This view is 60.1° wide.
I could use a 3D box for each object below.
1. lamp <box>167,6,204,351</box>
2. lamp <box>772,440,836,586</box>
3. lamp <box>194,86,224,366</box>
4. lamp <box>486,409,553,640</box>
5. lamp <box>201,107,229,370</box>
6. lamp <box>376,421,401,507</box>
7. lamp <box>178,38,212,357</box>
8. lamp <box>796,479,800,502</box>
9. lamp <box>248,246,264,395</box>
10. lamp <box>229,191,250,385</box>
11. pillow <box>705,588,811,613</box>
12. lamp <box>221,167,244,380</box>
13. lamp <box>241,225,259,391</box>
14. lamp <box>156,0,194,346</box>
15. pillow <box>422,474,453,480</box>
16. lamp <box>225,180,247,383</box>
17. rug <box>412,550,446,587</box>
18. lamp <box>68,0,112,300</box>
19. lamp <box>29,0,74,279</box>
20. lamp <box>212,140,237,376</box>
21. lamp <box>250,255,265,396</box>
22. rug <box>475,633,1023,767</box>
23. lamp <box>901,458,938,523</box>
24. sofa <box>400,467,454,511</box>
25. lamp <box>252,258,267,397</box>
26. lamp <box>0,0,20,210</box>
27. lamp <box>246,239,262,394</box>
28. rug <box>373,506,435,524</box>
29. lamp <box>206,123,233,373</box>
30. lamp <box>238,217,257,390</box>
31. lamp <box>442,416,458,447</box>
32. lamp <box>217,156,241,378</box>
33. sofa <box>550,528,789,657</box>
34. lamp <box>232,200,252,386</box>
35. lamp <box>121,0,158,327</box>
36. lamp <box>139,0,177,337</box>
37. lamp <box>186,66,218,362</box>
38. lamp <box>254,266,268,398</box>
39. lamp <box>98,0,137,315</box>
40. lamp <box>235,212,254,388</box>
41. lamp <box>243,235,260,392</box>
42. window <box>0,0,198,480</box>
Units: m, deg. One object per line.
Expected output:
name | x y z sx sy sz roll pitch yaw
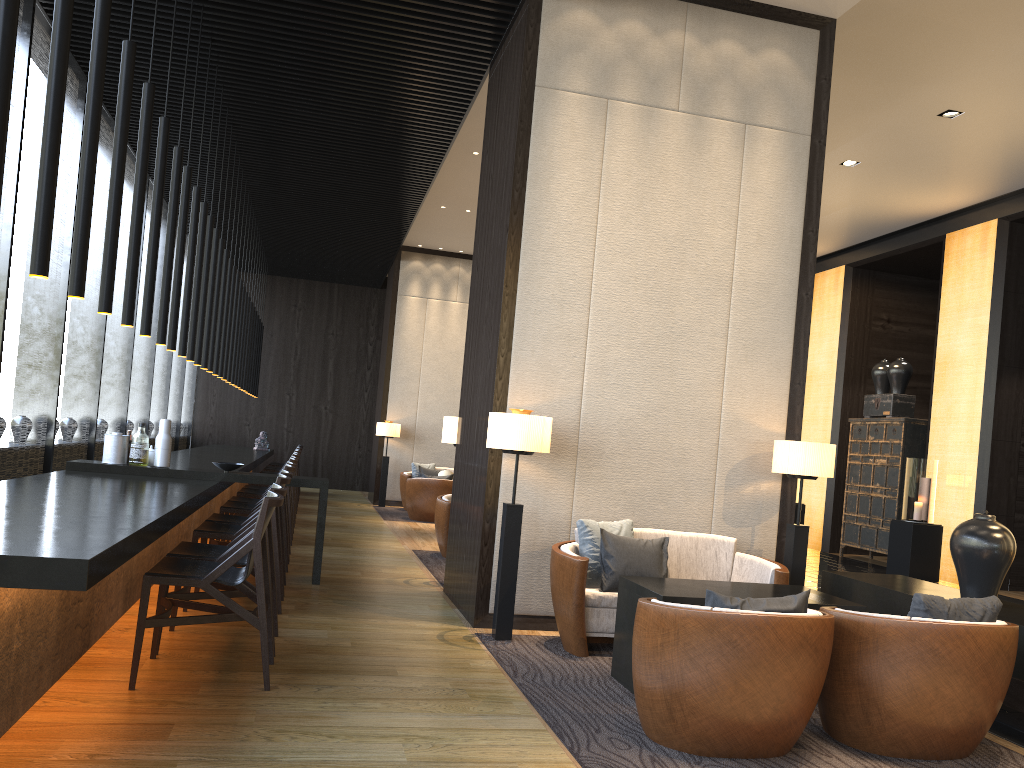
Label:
lamp | -2.226 -1.431 6.070 0.060 2.418 0.060 5 -1 -18
lamp | 1.804 1.029 5.617 0.374 1.318 0.376 5 -1 31
lamp | -2.547 -1.361 7.478 0.060 2.418 0.060 5 -1 -18
lamp | -0.004 0.824 5.203 0.375 1.350 0.374 5 -1 -23
lamp | -2.655 -1.338 7.951 0.060 2.418 0.060 5 -1 -18
lamp | -1.992 1.256 13.921 0.374 1.350 0.376 5 -1 17
lamp | -2.342 -1.406 6.579 0.060 2.418 0.060 5 -1 -18
lamp | 4.093 1.372 13.100 0.337 0.728 0.337 5 -1 -4
lamp | -4.036 -1.038 14.008 0.060 2.418 0.060 5 -1 -18
lamp | -3.292 -1.199 10.747 0.060 2.418 0.060 5 -1 -8
pillow | 0.943 0.946 3.424 0.442 0.338 0.205 5 -2 -6
lamp | -3.072 -1.247 9.783 0.060 2.418 0.060 5 -1 -8
lamp | -3.712 -1.108 12.587 0.060 2.418 0.060 5 -1 -18
lamp | -2.130 -1.452 5.649 0.060 2.418 0.060 5 -1 -18
pillow | -1.019 1.372 12.027 0.442 0.338 0.205 5 -2 -6
lamp | -3.182 -1.223 10.265 0.060 2.418 0.060 5 -1 -18
rug | 0.189 1.713 8.047 1.960 0.008 2.243 6 -4 -13
lamp | -1.664 -1.553 3.608 0.060 2.418 0.060 5 -1 -18
lamp | -1.551 -1.578 3.113 0.060 2.418 0.060 5 -1 -18
lamp | -2.865 -1.292 8.874 0.060 2.418 0.060 5 -1 -8
lamp | -4.147 -1.014 14.494 0.060 2.418 0.060 5 -1 -18
rug | 1.017 1.534 4.416 2.043 0.008 2.243 6 -4 -13
lamp | 4.736 1.232 10.283 0.338 0.728 0.336 6 -2 -40
sofa | -1.056 1.668 13.904 1.450 0.693 0.603 6 -2 -13
lamp | -4.260 -0.989 14.990 0.060 2.418 0.060 5 -1 -18
lamp | -1.434 -1.603 2.601 0.060 2.418 0.060 5 -1 -18
lamp | -3.923 -1.062 13.512 0.060 2.418 0.060 5 -1 -18
rug | -0.955 1.962 13.062 2.043 0.008 2.243 6 -4 -13
lamp | -2.754 -1.316 8.385 0.060 2.418 0.060 5 -1 -18
lamp | -3.601 -1.132 12.101 0.060 2.418 0.060 5 -1 -18
lamp | -0.406 0.912 6.966 0.374 1.350 0.376 5 -1 17
lamp | -2.971 -1.269 9.340 0.060 2.418 0.060 5 -1 -18
sofa | 0.906 1.242 5.301 1.450 0.693 0.603 6 -2 -13
lamp | -3.393 -1.178 11.189 0.060 2.418 0.060 5 -1 -18
lamp | -1.892 -1.504 4.609 0.060 2.418 0.060 5 -1 -18
lamp | -2.007 -1.479 5.112 0.060 2.418 0.060 5 -1 -18
lamp | -2.445 -1.383 7.033 0.060 2.418 0.060 5 -1 -18
lamp | -4.375 -0.964 15.494 0.060 2.418 0.060 5 -1 -18
lamp | -1.778 -1.528 4.108 0.060 2.418 0.060 5 -1 -18
lamp | -3.498 -1.155 11.650 0.060 2.418 0.060 5 -1 -18
lamp | -3.816 -1.086 13.045 0.060 2.418 0.060 5 -1 -18
window | 3.239 -0.550 2.127 12.067 4.222 31.905 6 -4 -13
